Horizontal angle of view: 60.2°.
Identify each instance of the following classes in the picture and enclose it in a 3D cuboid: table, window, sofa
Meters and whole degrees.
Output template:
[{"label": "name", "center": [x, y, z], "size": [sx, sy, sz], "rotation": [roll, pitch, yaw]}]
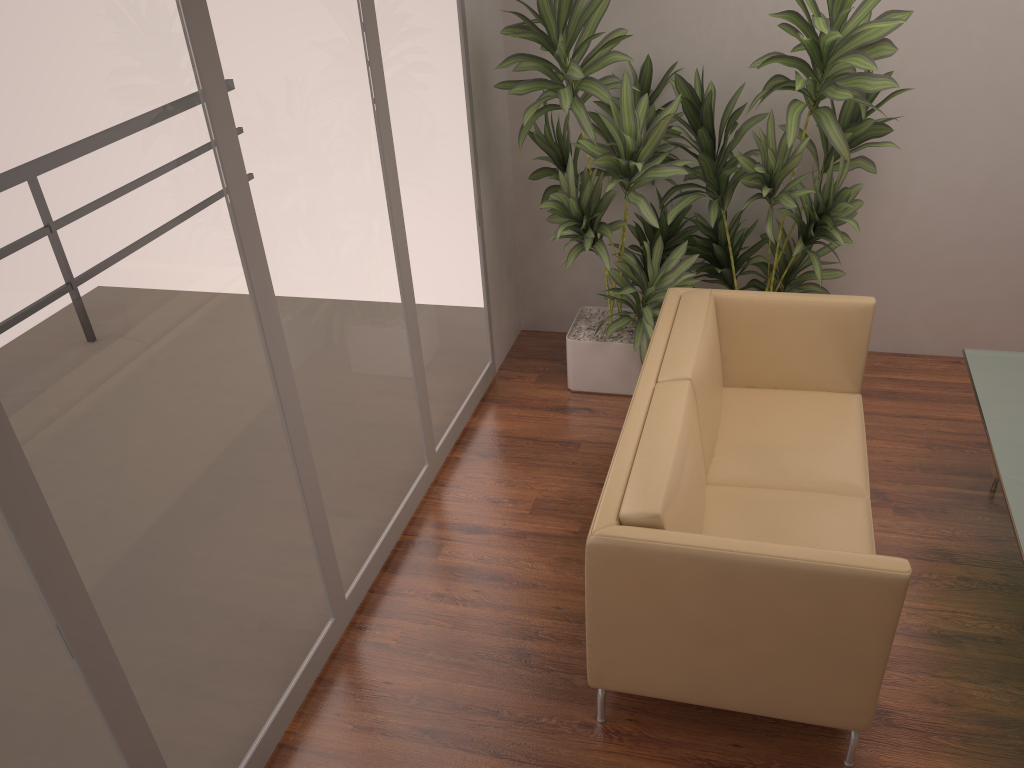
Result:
[{"label": "table", "center": [2.127, 0.584, 3.039], "size": [0.939, 0.585, 1.791], "rotation": [5, 32, 16]}, {"label": "window", "center": [-1.283, 0.491, 0.844], "size": [0.062, 3.427, 8.198], "rotation": [6, 33, 15]}, {"label": "sofa", "center": [0.890, 0.360, 3.305], "size": [0.878, 0.875, 1.725], "rotation": [5, 33, 16]}]

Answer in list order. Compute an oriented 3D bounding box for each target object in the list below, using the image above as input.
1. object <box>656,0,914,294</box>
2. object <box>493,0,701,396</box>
[{"label": "object", "center": [1.192, -0.923, 4.130], "size": [1.073, 2.199, 0.931], "rotation": [14, 37, 26]}, {"label": "object", "center": [0.538, -0.968, 4.296], "size": [0.957, 2.199, 1.043], "rotation": [17, 38, 30]}]
